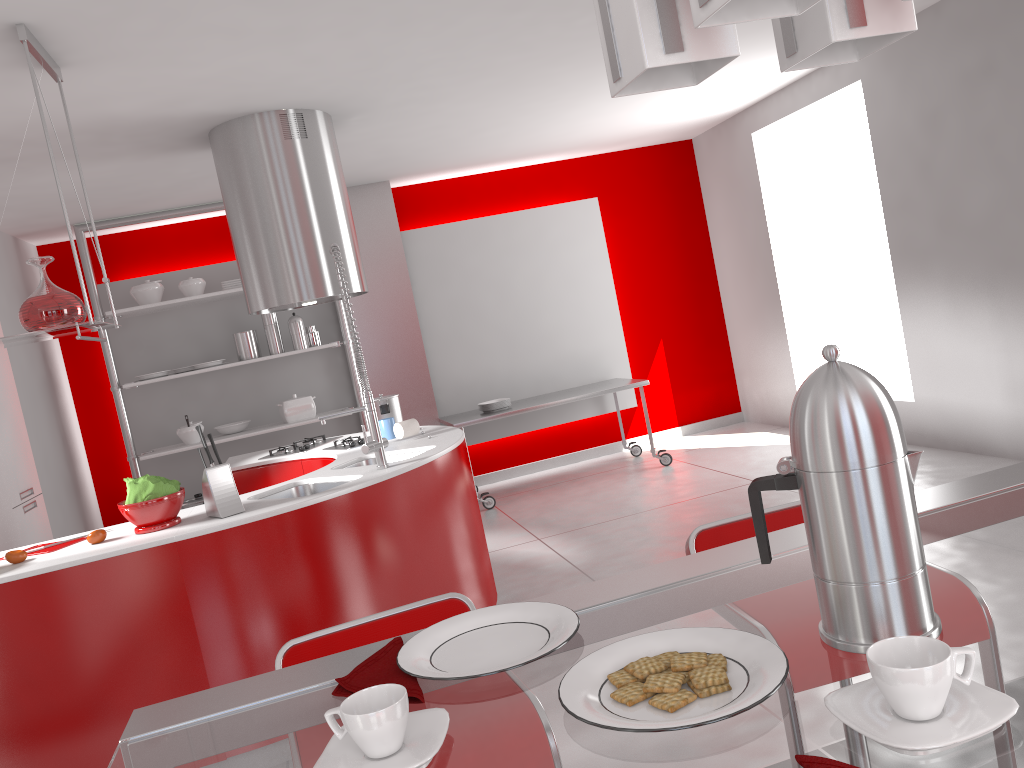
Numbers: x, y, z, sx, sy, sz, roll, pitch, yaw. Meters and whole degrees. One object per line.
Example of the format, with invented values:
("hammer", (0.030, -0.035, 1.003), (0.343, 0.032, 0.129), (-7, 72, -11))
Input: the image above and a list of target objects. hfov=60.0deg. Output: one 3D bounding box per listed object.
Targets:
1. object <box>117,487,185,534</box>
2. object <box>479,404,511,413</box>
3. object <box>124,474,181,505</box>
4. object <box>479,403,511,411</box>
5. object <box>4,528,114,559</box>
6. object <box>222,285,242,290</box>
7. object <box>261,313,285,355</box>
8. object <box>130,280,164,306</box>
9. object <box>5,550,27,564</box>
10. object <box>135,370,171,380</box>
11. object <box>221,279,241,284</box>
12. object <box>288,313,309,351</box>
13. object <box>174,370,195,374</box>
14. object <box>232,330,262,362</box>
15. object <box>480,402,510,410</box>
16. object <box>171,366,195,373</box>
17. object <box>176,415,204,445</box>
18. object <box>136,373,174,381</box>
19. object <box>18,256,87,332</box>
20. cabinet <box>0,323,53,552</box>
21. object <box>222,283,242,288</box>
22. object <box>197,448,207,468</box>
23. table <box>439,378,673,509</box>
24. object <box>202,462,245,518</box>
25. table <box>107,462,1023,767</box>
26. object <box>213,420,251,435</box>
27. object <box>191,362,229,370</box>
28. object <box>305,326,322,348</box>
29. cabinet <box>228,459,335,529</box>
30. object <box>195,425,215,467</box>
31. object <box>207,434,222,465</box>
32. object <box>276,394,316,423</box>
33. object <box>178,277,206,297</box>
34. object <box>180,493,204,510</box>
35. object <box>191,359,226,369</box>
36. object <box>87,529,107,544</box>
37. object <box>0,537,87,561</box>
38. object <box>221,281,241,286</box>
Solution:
("object", (-1.277, 0.457, 3.172), (0.229, 0.118, 0.228), (-15, 6, -42))
("object", (-0.128, 0.192, 6.831), (0.228, 0.020, 0.228), (-14, 5, -31))
("object", (-1.278, 0.403, 3.171), (0.198, 0.182, 0.193), (-12, 4, -7))
("object", (-0.130, 0.183, 6.831), (0.228, 0.020, 0.228), (-14, 5, -31))
("object", (-1.648, 0.578, 3.239), (0.375, 0.008, 0.041), (-15, 5, -36))
("object", (-2.007, -0.694, 6.483), (0.200, 0.030, 0.200), (-12, 4, -13))
("object", (-1.744, -0.377, 6.464), (0.109, 0.329, 0.110), (-13, 5, -15))
("object", (-2.595, -0.645, 6.319), (0.231, 0.191, 0.231), (-9, 5, 27))
("object", (-1.693, 0.591, 3.030), (0.065, 0.047, 0.063), (-12, 4, -13))
("object", (-2.536, -0.055, 6.272), (0.244, 0.042, 0.244), (-14, 5, -28))
("object", (-2.017, -0.739, 6.479), (0.200, 0.030, 0.200), (-12, 4, -13))
("object", (-1.561, -0.386, 6.458), (0.115, 0.274, 0.115), (-13, 5, -20))
("object", (-2.384, -0.092, 6.535), (0.280, 0.015, 0.280), (-9, 5, 24))
("object", (-1.935, -0.277, 6.466), (0.184, 0.205, 0.172), (-12, 4, -8))
("object", (-0.132, 0.173, 6.830), (0.228, 0.020, 0.228), (-14, 5, -31))
("object", (-2.387, -0.105, 6.534), (0.244, 0.042, 0.244), (-13, 5, -21))
("object", (-2.318, 0.325, 6.382), (0.192, 0.214, 0.192), (-14, 5, -26))
("object", (-2.533, -0.041, 6.273), (0.280, 0.015, 0.280), (-9, 5, 24))
("object", (-1.626, -0.310, 3.111), (0.213, 0.266, 0.213), (-10, 5, 15))
("cabinet", (-3.000, 0.638, 4.349), (0.614, 2.026, 2.398), (-12, 4, -13))
("object", (-2.010, -0.709, 6.482), (0.200, 0.030, 0.200), (-12, 4, -13))
("object", (-1.082, 0.322, 3.154), (0.009, 0.197, 0.091), (-15, 6, -42))
("table", (0.325, 0.448, 6.991), (1.627, 0.682, 0.749), (-12, 4, -12))
("object", (-1.038, 0.376, 3.161), (0.091, 0.178, 0.137), (-15, 6, -40))
("table", (0.545, 0.714, 0.907), (1.700, 1.000, 0.800), (-12, 4, -13))
("object", (-2.072, 0.332, 6.593), (0.272, 0.072, 0.272), (-8, 6, 41))
("object", (-2.167, -0.121, 6.344), (0.280, 0.015, 0.280), (-10, 5, 16))
("object", (-1.506, -0.354, 6.665), (0.127, 0.157, 0.127), (-12, 4, -3))
("cabinet", (-1.419, 0.915, 3.803), (1.025, 0.761, 1.875), (-9, 5, 32))
("object", (-1.071, 0.304, 3.177), (0.014, 0.322, 0.150), (-15, 6, -42))
("object", (-1.041, 0.313, 3.189), (0.012, 0.279, 0.130), (-15, 6, -42))
("object", (-1.604, 0.173, 6.608), (0.282, 0.197, 0.235), (-13, 5, -23))
("object", (-2.300, -0.691, 6.390), (0.192, 0.153, 0.192), (-11, 4, 1))
("object", (-2.293, 0.876, 6.478), (0.308, 0.130, 0.407), (-12, 4, -6))
("object", (-2.169, -0.134, 6.343), (0.244, 0.042, 0.244), (-14, 5, -28))
("object", (-1.455, 0.534, 3.107), (0.064, 0.048, 0.063), (-14, 5, -35))
("object", (-1.694, 0.596, 3.210), (0.266, 0.006, 0.168), (-10, 4, 14))
("object", (-2.013, -0.724, 6.480), (0.200, 0.030, 0.200), (-12, 4, -13))
